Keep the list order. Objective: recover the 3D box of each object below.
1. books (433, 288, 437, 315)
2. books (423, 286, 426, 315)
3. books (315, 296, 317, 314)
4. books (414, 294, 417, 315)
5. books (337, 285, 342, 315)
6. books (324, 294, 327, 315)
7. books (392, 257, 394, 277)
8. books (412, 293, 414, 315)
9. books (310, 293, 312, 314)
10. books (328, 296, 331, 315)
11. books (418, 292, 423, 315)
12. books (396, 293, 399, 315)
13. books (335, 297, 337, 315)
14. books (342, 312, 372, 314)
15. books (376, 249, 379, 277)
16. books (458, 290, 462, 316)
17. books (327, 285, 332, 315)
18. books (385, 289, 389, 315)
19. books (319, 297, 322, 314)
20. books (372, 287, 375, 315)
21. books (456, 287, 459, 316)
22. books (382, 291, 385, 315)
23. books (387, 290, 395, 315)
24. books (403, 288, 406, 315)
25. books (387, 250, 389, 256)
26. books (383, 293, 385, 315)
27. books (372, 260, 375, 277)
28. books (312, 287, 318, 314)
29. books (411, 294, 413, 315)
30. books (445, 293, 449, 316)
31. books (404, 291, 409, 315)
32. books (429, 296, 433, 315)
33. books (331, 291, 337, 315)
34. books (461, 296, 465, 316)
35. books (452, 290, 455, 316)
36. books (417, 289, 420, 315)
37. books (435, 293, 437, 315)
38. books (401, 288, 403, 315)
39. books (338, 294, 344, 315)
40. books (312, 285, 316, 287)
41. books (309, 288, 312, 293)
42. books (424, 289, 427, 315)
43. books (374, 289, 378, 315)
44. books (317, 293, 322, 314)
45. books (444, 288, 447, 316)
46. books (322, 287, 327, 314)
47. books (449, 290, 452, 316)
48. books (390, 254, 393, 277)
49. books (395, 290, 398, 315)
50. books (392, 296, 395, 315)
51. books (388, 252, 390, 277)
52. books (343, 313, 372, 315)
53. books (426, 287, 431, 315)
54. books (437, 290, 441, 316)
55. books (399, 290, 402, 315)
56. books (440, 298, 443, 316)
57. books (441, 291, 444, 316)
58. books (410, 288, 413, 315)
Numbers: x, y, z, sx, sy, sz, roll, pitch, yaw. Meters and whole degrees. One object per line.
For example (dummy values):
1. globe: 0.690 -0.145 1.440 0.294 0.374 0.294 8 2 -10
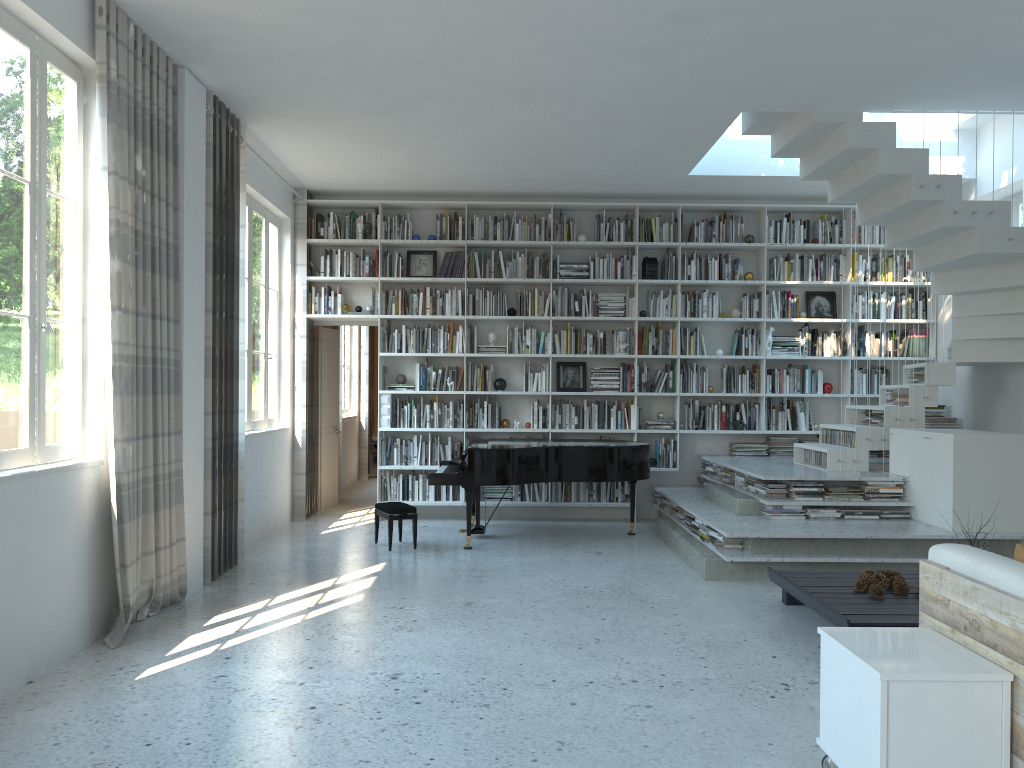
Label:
1. books: -0.772 -0.809 8.852 0.025 0.286 0.161 0 0 -1
2. books: -0.874 -0.819 8.851 0.014 0.304 0.151 0 0 -1
3. books: -1.934 -0.774 8.837 0.029 0.197 0.160 0 0 -1
4. books: -0.957 -0.776 8.838 0.031 0.217 0.173 0 0 -1
5. books: -1.720 -0.823 8.834 0.013 0.299 0.179 0 0 -1
6. books: -1.847 -0.782 8.855 0.023 0.214 0.140 0 0 -1
7. books: -1.178 -1.146 8.825 0.018 0.219 0.186 0 0 -1
8. books: -0.978 -0.782 8.845 0.011 0.229 0.170 0 0 -1
9. books: -1.991 -0.787 8.828 0.013 0.222 0.162 0 0 -1
10. books: -1.799 -0.771 8.830 0.024 0.193 0.181 0 0 -1
11. books: -0.904 -0.786 8.848 0.047 0.238 0.162 0 0 -1
12. books: -1.129 -0.784 8.839 0.030 0.230 0.172 0 0 -1
13. books: -1.741 -0.769 8.854 0.029 0.191 0.134 0 0 -1
14. books: -1.535 -0.702 8.844 0.285 0.012 0.159 0 0 1
15. books: -1.338 -1.184 8.840 0.014 0.294 0.173 0 0 -1
16. books: -0.515 -0.796 8.841 0.035 0.264 0.177 0 0 -1
17. books: -1.817 -0.823 8.816 0.013 0.297 0.187 0 0 -1
18. books: -1.248 -0.802 8.834 0.012 0.263 0.180 0 0 -1
19. books: -1.896 -0.767 8.854 0.029 0.185 0.134 0 0 -1
20. books: -1.378 -0.813 8.838 0.012 0.285 0.159 0 0 -1
21. books: -0.543 -0.809 8.843 0.022 0.289 0.169 0 0 -1
22. books: -1.282 -0.797 8.851 0.012 0.254 0.161 0 0 -1
23. books: -1.212 -0.799 8.850 0.062 0.258 0.153 0 0 -1
24. books: -1.074 -0.807 8.831 0.011 0.277 0.164 0 0 -1
25. books: -1.238 -1.181 8.844 0.006 0.289 0.144 0 0 -1
26. books: -1.265 -0.786 8.842 0.022 0.232 0.151 0 0 -1
27. books: -1.372 -1.132 8.838 0.026 0.188 0.154 0 0 -1
28. books: -1.960 -0.816 8.828 0.023 0.281 0.170 0 0 -1
29. books: -0.991 -0.777 8.838 0.014 0.218 0.164 0 0 -1
30. books: -0.642 -0.781 8.838 0.030 0.231 0.172 0 0 -1
31. books: -1.046 -0.793 8.849 0.047 0.249 0.134 0 0 -1
32. books: -0.799 -0.764 8.825 0.029 0.195 0.192 0 0 -1
33. books: -1.766 -0.793 8.813 0.021 0.237 0.188 0 0 -1
34. books: -0.478 -0.765 8.816 0.039 0.202 0.236 0 0 -1
35. books: -0.579 -0.797 8.860 0.024 0.266 0.155 0 0 -1
36. books: -0.934 -0.804 8.843 0.014 0.273 0.180 0 0 -1
37. books: -0.753 -0.782 8.841 0.013 0.232 0.171 0 0 -1
38. books: -1.090 -0.809 8.842 0.020 0.281 0.164 0 0 -1
39. books: -1.699 -0.779 8.821 0.029 0.211 0.187 0 0 -1
40. books: -1.978 -0.827 8.851 0.013 0.303 0.135 0 0 -1
41. books: -2.016 -0.812 8.816 0.011 0.272 0.188 0 0 -1
42. books: -0.855 -0.802 8.833 0.023 0.271 0.187 0 0 -1
43. books: -1.350 -0.805 8.859 0.044 0.269 0.133 0 0 -1
44. books: -1.915 -0.785 8.829 0.010 0.220 0.181 0 0 -1
45. books: -0.662 -0.806 8.842 0.012 0.281 0.188 0 0 -1
46. books: -1.869 -0.816 8.837 0.022 0.281 0.156 0 0 -1
47. books: -0.615 -0.797 8.837 0.022 0.263 0.174 0 0 -1
48. books: -1.201 -1.159 8.820 0.004 0.246 0.189 0 0 -1
49. books: -1.149 -0.801 8.843 0.010 0.263 0.151 0 0 -1
50. books: -1.167 -0.767 8.827 0.026 0.195 0.175 0 0 -1
51. books: -1.217 -1.167 8.832 0.009 0.260 0.184 0 0 -1
52. books: -1.535 -0.691 8.842 0.285 0.012 0.159 0 0 -4
53. books: -0.828 -0.810 8.828 0.030 0.286 0.185 0 0 -1
54. books: -0.732 -0.796 8.856 0.029 0.261 0.157 0 0 -1
55. books: -1.106 -0.795 8.838 0.014 0.252 0.187 0 0 -1
56. books: -0.708 -0.759 8.855 0.022 0.186 0.136 0 0 -1
57. books: -0.686 -0.796 8.860 0.035 0.260 0.131 0 0 -1
58. books: -1.004 -0.807 8.850 0.012 0.277 0.150 0 0 -1
